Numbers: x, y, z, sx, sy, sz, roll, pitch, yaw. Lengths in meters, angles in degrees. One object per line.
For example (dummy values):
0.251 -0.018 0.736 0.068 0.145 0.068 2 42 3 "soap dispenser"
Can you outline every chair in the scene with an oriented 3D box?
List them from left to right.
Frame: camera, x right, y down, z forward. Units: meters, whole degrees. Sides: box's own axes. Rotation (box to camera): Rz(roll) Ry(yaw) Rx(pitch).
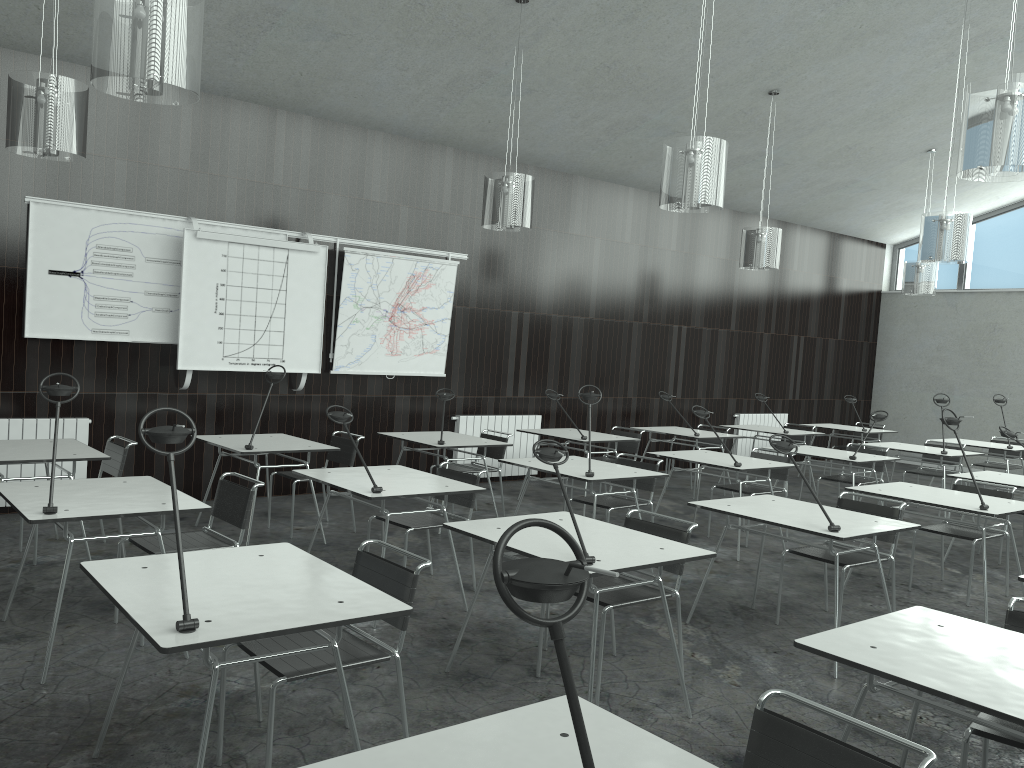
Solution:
-2.616 0.757 5.361 0.555 0.765 0.428 1 4 -41 "chair"
-1.517 0.885 4.189 0.555 0.765 0.428 1 4 -41 "chair"
-1.404 0.783 6.382 0.555 0.765 0.428 1 4 -40 "chair"
-0.604 1.007 2.885 0.555 0.765 0.428 1 4 -40 "chair"
-0.484 0.908 5.034 0.555 0.765 0.428 1 4 -42 "chair"
-0.333 0.812 7.174 0.555 0.765 0.428 2 3 -36 "chair"
0.889 0.839 8.187 0.555 0.765 0.428 1 4 -40 "chair"
0.689 0.935 5.992 0.555 0.765 0.428 1 4 -43 "chair"
0.457 1.029 3.803 0.555 0.765 0.428 1 4 -39 "chair"
1.888 0.862 9.013 0.555 0.765 0.428 1 4 -42 "chair"
1.876 0.964 6.929 0.555 0.765 0.428 1 4 -39 "chair"
0.458 1.135 1.672 0.555 0.765 0.428 1 4 -37 "chair"
3.072 0.891 9.950 0.555 0.765 0.428 1 4 -40 "chair"
1.764 1.065 4.740 0.555 0.765 0.428 2 4 -37 "chair"
3.003 0.991 7.825 0.555 0.765 0.428 1 4 -43 "chair"
4.220 0.921 10.816 0.555 0.765 0.428 1 4 -39 "chair"
4.115 1.021 8.661 0.555 0.765 0.428 1 4 -45 "chair"
2.864 1.091 5.627 0.555 0.765 0.428 1 4 -39 "chair"
5.292 1.046 9.650 0.555 0.765 0.428 1 4 -40 "chair"
3.940 1.114 6.548 0.555 0.765 0.428 1 4 -39 "chair"
1.578 1.161 2.578 0.428 0.765 0.555 6 4 39 "chair"

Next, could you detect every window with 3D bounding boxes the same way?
8.104 -2.768 10.642 0.010 3.041 7.052 1 4 -39 "window"

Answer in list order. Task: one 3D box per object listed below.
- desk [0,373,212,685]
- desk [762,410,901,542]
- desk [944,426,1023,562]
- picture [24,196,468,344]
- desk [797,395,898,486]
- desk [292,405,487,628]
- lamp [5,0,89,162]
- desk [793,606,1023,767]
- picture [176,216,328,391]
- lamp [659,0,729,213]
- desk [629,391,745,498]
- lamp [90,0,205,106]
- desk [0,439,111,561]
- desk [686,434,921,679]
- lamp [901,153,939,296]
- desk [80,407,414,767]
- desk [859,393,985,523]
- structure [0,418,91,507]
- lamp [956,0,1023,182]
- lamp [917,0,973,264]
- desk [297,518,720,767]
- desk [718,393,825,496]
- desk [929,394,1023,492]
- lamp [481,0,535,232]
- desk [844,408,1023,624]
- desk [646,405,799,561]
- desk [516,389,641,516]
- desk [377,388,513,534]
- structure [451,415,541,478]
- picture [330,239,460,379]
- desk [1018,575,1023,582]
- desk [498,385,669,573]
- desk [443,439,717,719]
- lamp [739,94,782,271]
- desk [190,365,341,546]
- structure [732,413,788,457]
-1.828 0.602 3.913 0.700 1.321 0.900 1 4 -39 "desk"
2.693 0.793 7.544 0.700 1.153 0.900 1 4 -40 "desk"
3.692 0.917 6.317 0.700 1.153 0.900 1 4 -39 "desk"
-1.948 -0.881 7.430 3.818 1.102 0.050 1 4 -39 "picture"
4.007 0.725 10.611 0.700 1.153 0.900 1 4 -39 "desk"
-0.687 0.715 4.801 0.700 1.153 0.900 1 4 -39 "desk"
-2.293 -2.165 4.430 0.359 1.761 0.350 1 4 -39 "lamp"
1.308 0.965 2.303 0.700 1.153 0.900 1 4 -39 "desk"
-2.111 -0.684 7.183 1.191 1.508 0.254 1 4 -39 "picture"
1.080 -2.250 4.937 0.359 2.307 0.350 1 4 -39 "lamp"
1.721 0.669 8.806 0.700 1.153 0.900 1 4 -39 "desk"
-1.229 -2.306 3.098 0.359 2.307 0.350 1 4 -39 "lamp"
-2.821 0.478 5.149 0.700 1.321 0.900 1 4 -39 "desk"
1.445 0.866 4.472 0.700 1.153 0.900 1 4 -38 "desk"
4.633 -1.999 9.947 0.359 1.761 0.350 1 4 -39 "lamp"
-0.827 0.727 2.669 0.700 1.321 0.900 1 4 -38 "desk"
3.873 0.740 8.425 0.700 1.321 0.900 1 4 -39 "desk"
-3.591 0.614 6.251 1.129 0.688 0.079 1 4 -39 "structure"
2.134 -2.389 3.618 0.359 2.848 0.350 1 4 -39 "lamp"
3.389 -2.195 6.776 0.359 2.307 0.350 1 4 -39 "lamp"
0.137 0.851 1.407 0.700 1.321 0.900 1 4 -39 "desk"
2.831 0.695 9.713 0.700 1.153 0.900 1 4 -40 "desk"
4.981 0.764 9.374 0.700 1.321 0.900 1 4 -39 "desk"
0.016 -2.110 6.269 0.359 1.761 0.350 1 4 -39 "lamp"
2.597 0.812 5.350 0.700 1.321 0.900 1 4 -39 "desk"
1.559 0.765 6.657 0.700 1.153 0.900 1 4 -39 "desk"
0.577 0.641 7.910 0.700 1.153 0.900 1 4 -40 "desk"
-0.545 0.616 6.970 0.700 1.153 0.900 1 4 -39 "desk"
-0.162 0.696 8.982 1.129 0.688 0.079 1 4 -39 "structure"
-1.054 -0.720 8.069 1.211 1.342 0.163 1 4 -39 "picture"
2.450 0.908 3.208 0.700 1.321 0.900 1 4 -38 "desk"
0.448 0.655 5.756 0.700 1.321 0.900 1 4 -39 "desk"
0.245 0.833 3.598 0.700 1.153 0.900 1 4 -39 "desk"
2.325 -2.054 8.108 0.359 1.761 0.350 1 4 -39 "lamp"
-1.708 0.502 6.098 0.700 1.321 0.900 1 4 -40 "desk"
3.266 0.778 11.713 1.129 0.688 0.079 1 4 -39 "structure"
